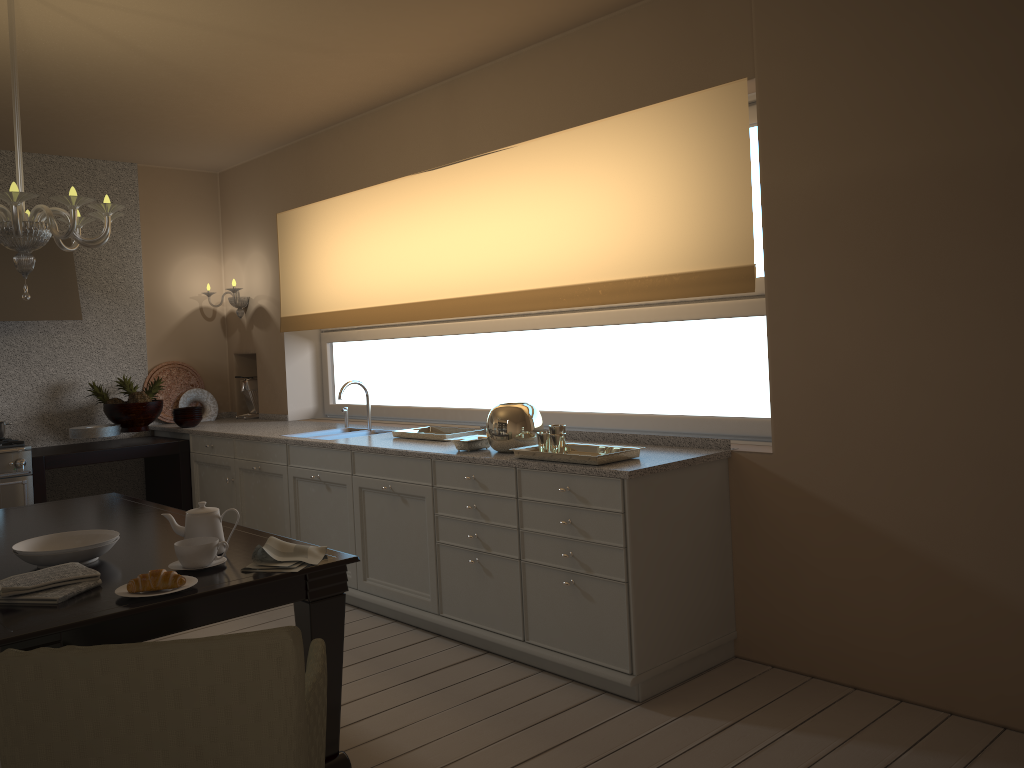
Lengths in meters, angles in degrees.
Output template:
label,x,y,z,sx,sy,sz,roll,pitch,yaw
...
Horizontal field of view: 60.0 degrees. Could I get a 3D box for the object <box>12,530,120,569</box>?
label,x,y,z,sx,sy,sz,roll,pitch,yaw
object,-1.308,0.492,2.607,0.281,0.066,0.282,-1,3,42

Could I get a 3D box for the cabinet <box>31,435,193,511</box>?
label,x,y,z,sx,sy,sz,roll,pitch,yaw
cabinet,-2.533,0.739,5.461,0.897,0.724,0.600,-4,2,-43

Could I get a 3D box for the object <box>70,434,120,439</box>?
label,x,y,z,sx,sy,sz,roll,pitch,yaw
object,-2.503,0.317,5.327,0.278,0.011,0.279,-1,3,35

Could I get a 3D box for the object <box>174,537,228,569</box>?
label,x,y,z,sx,sy,sz,roll,pitch,yaw
object,-0.875,0.473,2.473,0.116,0.069,0.125,-1,3,41

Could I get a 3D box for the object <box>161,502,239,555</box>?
label,x,y,z,sx,sy,sz,roll,pitch,yaw
object,-0.920,0.428,2.628,0.198,0.156,0.118,-4,2,-37

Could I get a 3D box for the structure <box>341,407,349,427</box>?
label,x,y,z,sx,sy,sz,roll,pitch,yaw
structure,-0.973,0.205,5.181,0.037,0.135,0.024,-3,1,-43

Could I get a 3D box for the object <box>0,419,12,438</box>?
label,x,y,z,sx,sy,sz,roll,pitch,yaw
object,-3.081,0.249,5.138,0.265,0.145,0.266,-3,2,5

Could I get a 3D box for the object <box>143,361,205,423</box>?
label,x,y,z,sx,sy,sz,roll,pitch,yaw
object,-2.340,0.056,6.149,0.431,0.430,0.064,-4,1,-43

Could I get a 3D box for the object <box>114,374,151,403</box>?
label,x,y,z,sx,sy,sz,roll,pitch,yaw
object,-2.392,0.067,5.582,0.269,0.278,0.161,-2,1,29

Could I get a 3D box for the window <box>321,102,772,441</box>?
label,x,y,z,sx,sy,sz,roll,pitch,yaw
window,-0.085,-0.451,4.714,0.047,1.352,3.565,-3,2,-43

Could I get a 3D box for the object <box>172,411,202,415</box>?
label,x,y,z,sx,sy,sz,roll,pitch,yaw
object,-2.086,0.209,5.698,0.180,0.066,0.180,-1,3,40

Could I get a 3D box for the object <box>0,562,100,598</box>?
label,x,y,z,sx,sy,sz,roll,pitch,yaw
object,-1.213,0.513,2.294,0.233,0.051,0.164,-5,3,-43

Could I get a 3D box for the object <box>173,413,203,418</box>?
label,x,y,z,sx,sy,sz,roll,pitch,yaw
object,-2.084,0.224,5.699,0.180,0.063,0.180,-2,3,25

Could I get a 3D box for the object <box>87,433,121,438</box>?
label,x,y,z,sx,sy,sz,roll,pitch,yaw
object,-2.503,0.314,5.327,0.278,0.011,0.279,-1,3,35

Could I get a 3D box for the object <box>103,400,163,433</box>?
label,x,y,z,sx,sy,sz,roll,pitch,yaw
object,-2.396,0.206,5.622,0.351,0.188,0.351,-1,3,31

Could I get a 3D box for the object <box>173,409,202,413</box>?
label,x,y,z,sx,sy,sz,roll,pitch,yaw
object,-2.085,0.197,5.699,0.180,0.064,0.180,-4,3,-35

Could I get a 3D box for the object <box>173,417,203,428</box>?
label,x,y,z,sx,sy,sz,roll,pitch,yaw
object,-2.083,0.251,5.699,0.180,0.063,0.180,-2,3,25

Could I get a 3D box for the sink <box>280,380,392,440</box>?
label,x,y,z,sx,sy,sz,roll,pitch,yaw
sink,-0.934,0.226,4.785,0.459,0.481,0.538,-4,2,-43

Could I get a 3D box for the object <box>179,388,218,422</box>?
label,x,y,z,sx,sy,sz,roll,pitch,yaw
object,-2.189,0.166,6.185,0.282,0.273,0.093,-4,1,-41

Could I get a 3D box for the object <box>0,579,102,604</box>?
label,x,y,z,sx,sy,sz,roll,pitch,yaw
object,-1.199,0.528,2.261,0.231,0.026,0.165,-2,3,12

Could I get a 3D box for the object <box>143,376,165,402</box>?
label,x,y,z,sx,sy,sz,roll,pitch,yaw
object,-2.361,0.091,5.743,0.138,0.284,0.276,-2,2,32

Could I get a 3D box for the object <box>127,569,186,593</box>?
label,x,y,z,sx,sy,sz,roll,pitch,yaw
object,-0.891,0.492,2.221,0.138,0.051,0.062,-4,2,-24

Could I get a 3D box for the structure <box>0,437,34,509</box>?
label,x,y,z,sx,sy,sz,roll,pitch,yaw
structure,-3.173,0.745,4.801,0.930,0.805,0.705,-4,2,-43

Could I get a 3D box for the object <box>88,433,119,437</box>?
label,x,y,z,sx,sy,sz,roll,pitch,yaw
object,-2.504,0.309,5.327,0.278,0.011,0.279,-1,3,35

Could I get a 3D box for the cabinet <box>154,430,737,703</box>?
label,x,y,z,sx,sy,sz,roll,pitch,yaw
cabinet,-0.753,0.663,4.754,0.847,0.771,4.220,-4,3,-43

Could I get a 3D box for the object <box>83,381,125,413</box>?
label,x,y,z,sx,sy,sz,roll,pitch,yaw
object,-2.555,0.108,5.592,0.278,0.284,0.138,-3,1,3

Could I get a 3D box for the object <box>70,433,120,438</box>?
label,x,y,z,sx,sy,sz,roll,pitch,yaw
object,-2.504,0.311,5.327,0.278,0.011,0.279,-1,3,35

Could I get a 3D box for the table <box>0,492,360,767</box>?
label,x,y,z,sx,sy,sz,roll,pitch,yaw
table,-1.424,0.843,2.928,0.919,0.653,1.990,-5,3,-43

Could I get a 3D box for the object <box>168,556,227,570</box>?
label,x,y,z,sx,sy,sz,roll,pitch,yaw
object,-0.876,0.504,2.470,0.154,0.012,0.154,-2,3,8

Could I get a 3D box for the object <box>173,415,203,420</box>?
label,x,y,z,sx,sy,sz,roll,pitch,yaw
object,-2.083,0.239,5.699,0.180,0.063,0.180,-2,3,25

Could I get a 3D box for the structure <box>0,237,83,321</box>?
label,x,y,z,sx,sy,sz,roll,pitch,yaw
structure,-3.363,-0.585,4.943,1.664,0.510,0.479,-5,3,-43

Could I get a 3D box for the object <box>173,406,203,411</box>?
label,x,y,z,sx,sy,sz,roll,pitch,yaw
object,-2.084,0.183,5.701,0.180,0.065,0.180,-4,3,-35
